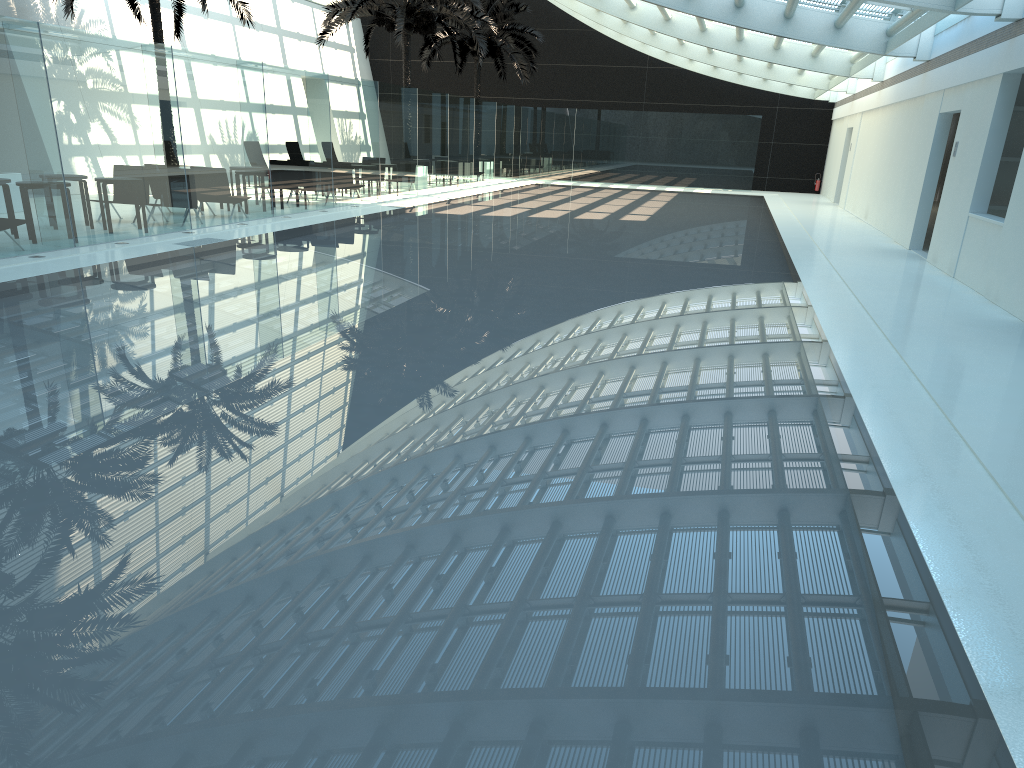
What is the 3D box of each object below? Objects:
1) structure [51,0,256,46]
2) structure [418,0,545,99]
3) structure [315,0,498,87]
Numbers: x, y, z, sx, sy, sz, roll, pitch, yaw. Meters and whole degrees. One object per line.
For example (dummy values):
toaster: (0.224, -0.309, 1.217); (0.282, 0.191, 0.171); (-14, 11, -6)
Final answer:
structure: (-8.056, -7.929, 19.592); (4.518, 7.306, 4.134); (-17, 29, -40)
structure: (-1.121, -11.457, 32.770); (4.456, 7.438, 4.518); (-1, 22, -8)
structure: (-3.051, -9.472, 25.525); (4.816, 7.439, 4.180); (5, 22, 6)
